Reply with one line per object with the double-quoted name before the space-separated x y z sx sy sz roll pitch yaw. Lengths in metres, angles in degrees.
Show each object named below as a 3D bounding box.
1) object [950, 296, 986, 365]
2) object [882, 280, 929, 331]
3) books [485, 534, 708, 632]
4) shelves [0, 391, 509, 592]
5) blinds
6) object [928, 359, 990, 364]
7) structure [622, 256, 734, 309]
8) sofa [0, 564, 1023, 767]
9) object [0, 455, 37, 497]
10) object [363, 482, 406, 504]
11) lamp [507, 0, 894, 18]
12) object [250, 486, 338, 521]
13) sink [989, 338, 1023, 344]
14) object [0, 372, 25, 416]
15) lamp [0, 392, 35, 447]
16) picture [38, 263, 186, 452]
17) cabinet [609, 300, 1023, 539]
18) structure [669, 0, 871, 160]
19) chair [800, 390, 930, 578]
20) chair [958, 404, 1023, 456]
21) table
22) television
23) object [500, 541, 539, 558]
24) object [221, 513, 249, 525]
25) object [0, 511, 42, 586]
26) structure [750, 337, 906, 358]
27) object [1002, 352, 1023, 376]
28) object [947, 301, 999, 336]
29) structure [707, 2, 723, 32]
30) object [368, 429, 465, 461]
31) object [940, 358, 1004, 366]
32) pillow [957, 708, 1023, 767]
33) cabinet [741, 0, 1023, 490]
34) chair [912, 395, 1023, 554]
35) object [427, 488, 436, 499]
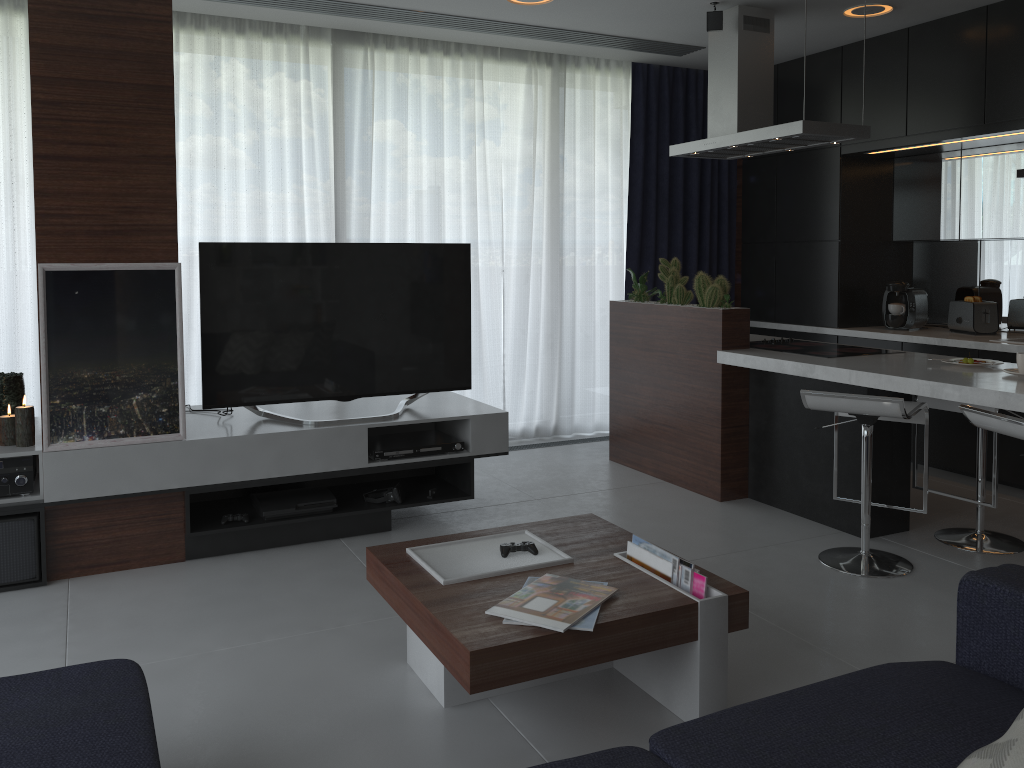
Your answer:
"object" 2.326 -0.299 4.460 0.140 0.220 1.890 2 8 29
"object" 2.469 -0.498 5.565 0.270 0.310 0.215 -5 7 -41
"books" 2.819 0.219 5.103 0.406 0.370 8.274 5 10 42
"shelves" -1.261 0.400 4.005 2.353 0.496 0.878 -4 8 -26
"blinds" 0.363 -0.484 2.219 5.805 2.754 7.185 -3 8 -22
"object" 1.888 -0.096 3.723 0.249 0.008 0.026 5 9 33
"structure" 0.882 -0.559 4.843 0.223 0.284 1.007 -2 8 -23
"sofa" -0.086 0.712 1.432 2.877 0.604 1.911 -4 9 -26
"object" -2.040 0.338 3.391 0.370 0.149 0.371 -4 8 -26
"object" -0.579 0.489 3.974 0.184 0.078 0.118 0 7 4
"lamp" 2.988 -1.823 3.609 9.618 0.084 5.370 -7 11 -39
"object" -0.954 0.511 3.851 0.314 0.067 0.316 -4 9 -26
"sink" 3.007 -0.233 4.530 0.504 0.489 0.859 -3 7 -26
"object" -2.191 0.068 3.806 0.169 0.228 0.169 4 6 40
"lamp" -1.913 0.132 3.411 0.153 0.210 0.078 2 4 22
"picture" -1.526 -0.114 3.392 0.501 0.696 0.053 -3 4 -26
"cabinet" 1.629 -0.624 3.942 0.787 2.535 3.355 -2 6 -26
"structure" 1.332 -1.632 4.691 0.447 0.755 1.050 -2 7 -26
"chair" 1.383 0.362 3.493 0.397 0.705 0.466 3 6 36
"chair" 1.798 0.440 2.935 0.464 0.705 0.398 -1 4 -8
"table" 0.091 0.684 2.516 0.801 0.350 0.810 -4 8 -26
"television" -0.760 -0.244 3.988 1.232 0.782 0.299 -3 5 -26
"object" 0.018 0.484 2.615 0.112 0.036 0.071 -2 7 -13
"object" -1.146 0.555 3.663 0.112 0.036 0.071 -2 7 -13
"object" -1.910 0.605 3.353 0.213 0.249 0.256 -3 6 -26
"structure" 1.491 -0.173 4.460 0.505 0.056 0.769 -4 9 -26
"object" 1.986 -0.074 3.392 0.182 0.086 0.183 6 9 40
"object" 2.726 -0.395 5.236 0.176 0.194 0.262 -1 6 -5
"structure" 1.072 -1.931 4.668 0.084 0.141 0.115 1 5 14
"object" -0.482 0.282 4.083 0.431 0.052 0.338 -4 9 -26
"object" 1.939 -0.087 3.725 0.239 0.019 0.240 6 10 36
"pillow" 0.698 0.582 1.142 0.280 0.349 0.421 1 6 17
"cabinet" 2.732 -0.788 5.057 0.706 2.536 3.500 -2 6 -26
"chair" 2.037 0.303 3.777 0.464 0.736 0.398 -3 5 -30
"object" -0.362 0.498 4.015 0.044 0.043 0.044 -3 6 -25
